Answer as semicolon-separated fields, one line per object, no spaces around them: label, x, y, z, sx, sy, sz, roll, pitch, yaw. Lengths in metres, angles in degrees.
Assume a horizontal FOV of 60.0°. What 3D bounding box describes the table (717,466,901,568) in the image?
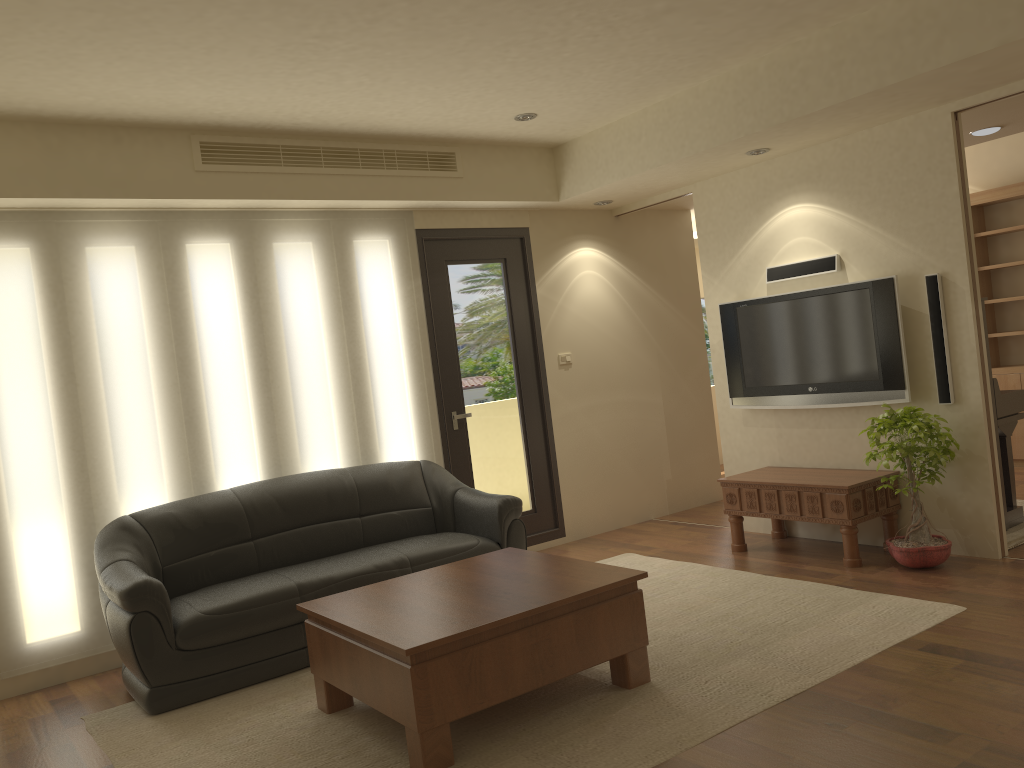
table;1.924;0.837;5.756;0.538;0.493;1.009;-8;2;-35

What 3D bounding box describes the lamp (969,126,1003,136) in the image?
lamp;3.157;-1.674;5.904;0.200;0.027;0.201;-8;2;-35

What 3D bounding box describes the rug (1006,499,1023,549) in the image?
rug;2.947;0.940;6.282;1.412;0.011;1.717;-8;2;-35

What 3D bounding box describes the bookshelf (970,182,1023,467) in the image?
bookshelf;4.270;-0.486;8.042;0.301;2.440;2.945;-8;2;-35

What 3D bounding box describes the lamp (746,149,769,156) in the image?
lamp;1.573;-1.505;5.683;0.143;0.059;0.143;-8;2;-29

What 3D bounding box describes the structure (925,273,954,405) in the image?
structure;2.492;-0.261;5.167;0.036;0.764;0.079;-8;2;-35

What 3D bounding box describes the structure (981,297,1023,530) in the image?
structure;2.648;0.236;6.201;0.792;1.502;1.493;-8;2;-35

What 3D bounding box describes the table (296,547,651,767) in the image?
table;-0.157;1.141;3.933;1.213;0.482;1.045;-8;2;-35

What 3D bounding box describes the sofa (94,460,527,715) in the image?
sofa;-1.097;0.996;5.121;2.337;0.918;0.944;-8;2;-35

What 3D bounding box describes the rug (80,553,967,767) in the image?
rug;0.071;1.346;4.294;3.592;0.011;2.482;-8;2;-35

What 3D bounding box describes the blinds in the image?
blinds;-1.699;0.152;5.465;2.830;2.453;0.002;-8;2;-35

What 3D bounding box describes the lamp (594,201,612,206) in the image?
lamp;0.709;-1.432;6.921;0.143;0.059;0.143;-8;2;-29

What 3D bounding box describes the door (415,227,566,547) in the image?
door;-0.159;0.047;6.618;1.011;2.420;0.118;-8;2;-35

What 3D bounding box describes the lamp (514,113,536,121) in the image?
lamp;0.083;-1.728;5.682;0.143;0.059;0.143;-8;2;-29

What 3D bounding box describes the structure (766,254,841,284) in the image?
structure;1.917;-0.760;5.877;0.048;0.111;0.559;-8;2;-35

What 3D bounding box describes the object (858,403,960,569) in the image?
object;2.306;0.571;5.097;0.528;0.957;0.565;-7;1;8

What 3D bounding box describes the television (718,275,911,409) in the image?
television;1.961;-0.230;5.855;0.110;0.778;1.377;-8;2;-35
